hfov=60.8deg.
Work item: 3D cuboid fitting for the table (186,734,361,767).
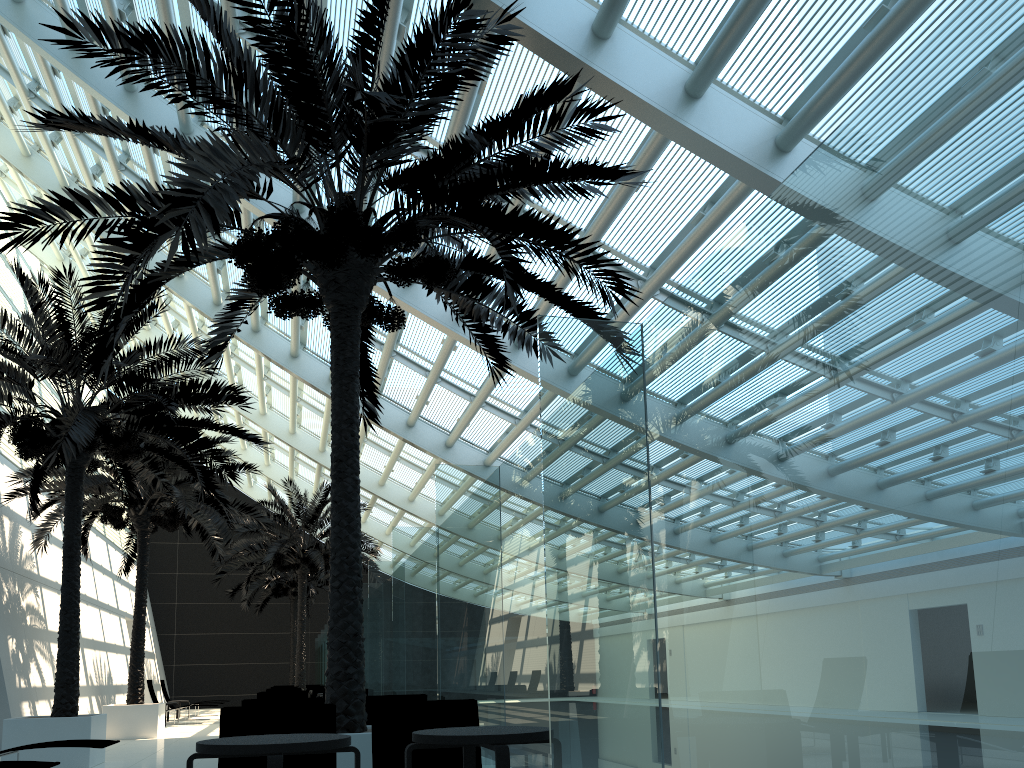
[{"bbox_3d":[-1.069,1.989,3.917,0.689,0.750,0.697,-10,-16,32],"label":"table"}]

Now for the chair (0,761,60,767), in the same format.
[{"bbox_3d":[-4.429,2.634,6.194,2.040,1.112,0.958,3,-14,-14],"label":"chair"}]

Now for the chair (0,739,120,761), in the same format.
[{"bbox_3d":[-5.073,3.479,8.675,2.040,1.112,0.958,3,-14,-14],"label":"chair"}]

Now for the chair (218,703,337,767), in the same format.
[{"bbox_3d":[-1.358,2.321,5.061,0.717,0.852,0.923,2,-14,-14],"label":"chair"}]

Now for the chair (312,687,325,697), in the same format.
[{"bbox_3d":[-3.676,6.601,17.702,0.717,0.852,0.923,2,-14,-14],"label":"chair"}]

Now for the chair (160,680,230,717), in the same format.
[{"bbox_3d":[-9.934,9.854,27.405,2.040,1.112,0.958,3,-14,-14],"label":"chair"}]

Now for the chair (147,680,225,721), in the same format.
[{"bbox_3d":[-9.270,8.983,24.847,2.040,1.112,0.958,3,-14,-14],"label":"chair"}]

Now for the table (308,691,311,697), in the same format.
[{"bbox_3d":[-4.723,8.069,21.853,0.686,0.750,0.701,-7,-14,23],"label":"table"}]

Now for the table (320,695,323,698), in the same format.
[{"bbox_3d":[-2.961,5.747,15.028,0.687,0.750,0.699,-8,-15,27],"label":"table"}]

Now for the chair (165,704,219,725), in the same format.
[{"bbox_3d":[-8.626,8.139,22.366,2.040,1.112,0.958,3,-14,-14],"label":"chair"}]

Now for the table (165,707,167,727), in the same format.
[{"bbox_3d":[-8.698,8.046,21.101,0.559,0.496,0.572,-8,-15,23],"label":"table"}]

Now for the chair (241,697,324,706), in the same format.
[{"bbox_3d":[-2.127,3.349,8.080,0.717,0.852,0.923,2,-14,-14],"label":"chair"}]

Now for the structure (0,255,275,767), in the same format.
[{"bbox_3d":[-5.872,1.703,11.774,4.691,6.565,4.401,7,-15,-35],"label":"structure"}]

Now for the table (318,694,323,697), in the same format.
[{"bbox_3d":[-3.319,6.228,16.444,0.686,0.750,0.701,-7,-14,23],"label":"table"}]

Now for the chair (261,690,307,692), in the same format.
[{"bbox_3d":[-3.577,5.251,13.668,0.717,0.852,0.923,2,-14,-14],"label":"chair"}]

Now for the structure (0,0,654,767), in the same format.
[{"bbox_3d":[-1.384,-0.076,7.060,4.825,6.745,4.616,-2,-12,4],"label":"structure"}]

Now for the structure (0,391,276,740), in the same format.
[{"bbox_3d":[-7.574,3.632,17.515,4.314,6.623,4.788,-5,-13,18],"label":"structure"}]

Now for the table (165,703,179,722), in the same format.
[{"bbox_3d":[-9.341,8.890,23.582,0.560,0.496,0.570,-9,-16,27],"label":"table"}]

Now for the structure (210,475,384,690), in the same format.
[{"bbox_3d":[-6.182,6.209,25.523,4.838,6.744,4.604,3,-13,-21],"label":"structure"}]

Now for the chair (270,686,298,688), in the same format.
[{"bbox_3d":[-5.977,8.378,22.854,0.717,0.852,0.923,2,-14,-14],"label":"chair"}]

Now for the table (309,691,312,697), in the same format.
[{"bbox_3d":[-4.374,7.599,20.471,0.687,0.750,0.699,-8,-15,27],"label":"table"}]

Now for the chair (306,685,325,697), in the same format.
[{"bbox_3d":[-5.074,8.433,23.086,0.717,0.852,0.923,2,-14,-14],"label":"chair"}]

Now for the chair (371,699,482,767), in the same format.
[{"bbox_3d":[-0.455,2.377,5.294,0.717,0.852,0.923,2,-14,-14],"label":"chair"}]

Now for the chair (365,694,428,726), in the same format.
[{"bbox_3d":[-1.224,3.404,8.312,0.717,0.852,0.923,2,-14,-14],"label":"chair"}]

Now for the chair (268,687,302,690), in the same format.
[{"bbox_3d":[-4.990,7.103,19.110,0.717,0.852,0.923,2,-14,-14],"label":"chair"}]

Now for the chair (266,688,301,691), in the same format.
[{"bbox_3d":[-4.579,6.545,17.469,0.717,0.852,0.923,2,-14,-14],"label":"chair"}]

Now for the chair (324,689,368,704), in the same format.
[{"bbox_3d":[-2.260,4.744,12.248,0.717,0.852,0.923,2,-14,-14],"label":"chair"}]

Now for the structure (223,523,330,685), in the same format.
[{"bbox_3d":[-8.195,8.884,33.384,4.504,6.743,4.948,7,-15,-35],"label":"structure"}]

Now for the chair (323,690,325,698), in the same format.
[{"bbox_3d":[-2.674,5.306,13.900,0.717,0.852,0.923,2,-14,-14],"label":"chair"}]

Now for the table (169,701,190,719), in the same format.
[{"bbox_3d":[-10.005,9.761,26.140,0.560,0.496,0.570,-9,-16,27],"label":"table"}]

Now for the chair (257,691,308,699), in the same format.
[{"bbox_3d":[-3.163,4.689,12.015,0.717,0.852,0.923,2,-14,-14],"label":"chair"}]

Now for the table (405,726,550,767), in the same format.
[{"bbox_3d":[-0.130,2.046,4.159,0.689,0.750,0.697,-10,-16,32],"label":"table"}]

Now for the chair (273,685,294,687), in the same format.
[{"bbox_3d":[-7.402,10.247,28.343,0.717,0.852,0.923,2,-14,-14],"label":"chair"}]
